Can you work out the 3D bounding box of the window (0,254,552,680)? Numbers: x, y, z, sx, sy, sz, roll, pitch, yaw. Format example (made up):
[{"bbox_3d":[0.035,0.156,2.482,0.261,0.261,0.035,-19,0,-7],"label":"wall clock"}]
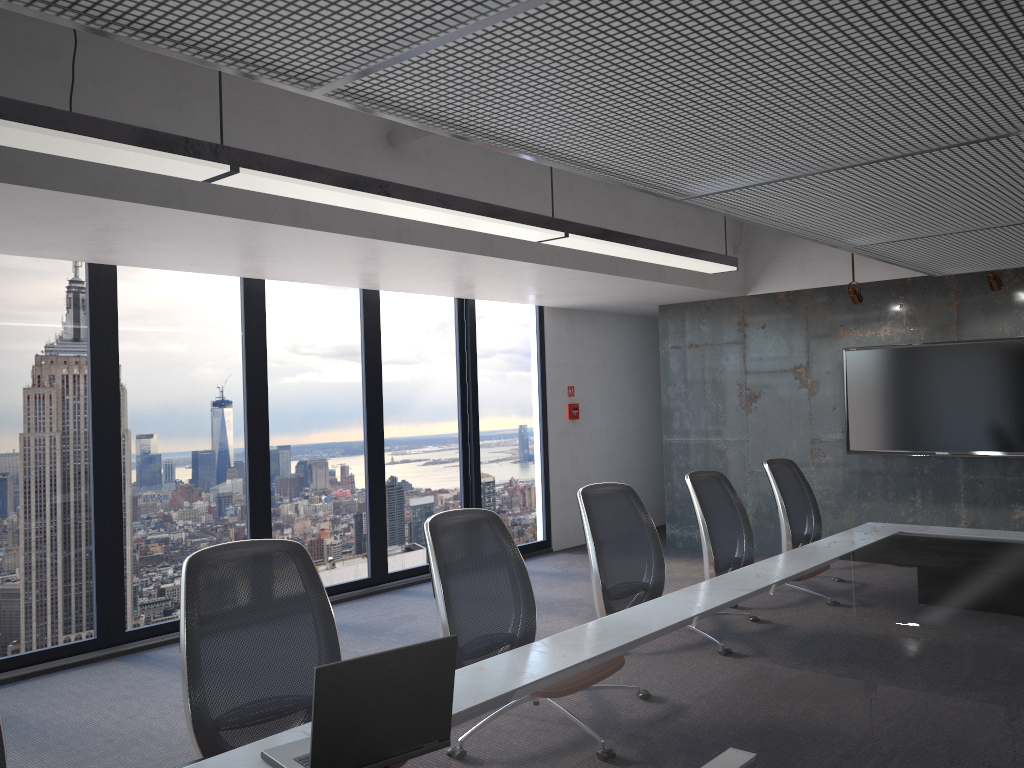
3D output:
[{"bbox_3d":[-2.680,0.427,5.834,0.121,2.670,9.225,-3,-1,41],"label":"window"}]

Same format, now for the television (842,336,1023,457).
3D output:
[{"bbox_3d":[4.398,0.086,6.796,3.667,0.960,0.101,-3,-1,41],"label":"television"}]

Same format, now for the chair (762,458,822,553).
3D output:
[{"bbox_3d":[1.946,1.035,5.331,0.828,1.166,0.789,-2,-1,5],"label":"chair"}]

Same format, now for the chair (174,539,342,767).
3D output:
[{"bbox_3d":[-0.586,1.063,2.506,0.828,1.166,0.789,-2,-1,16],"label":"chair"}]

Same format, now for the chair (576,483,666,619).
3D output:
[{"bbox_3d":[0.705,1.050,4.032,0.828,1.166,0.789,-2,-1,11],"label":"chair"}]

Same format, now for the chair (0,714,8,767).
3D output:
[{"bbox_3d":[-1.153,1.067,1.746,0.828,1.166,0.789,-2,-1,5],"label":"chair"}]

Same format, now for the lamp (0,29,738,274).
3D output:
[{"bbox_3d":[1.030,-1.308,2.800,4.126,0.908,6.097,-3,-1,41],"label":"lamp"}]

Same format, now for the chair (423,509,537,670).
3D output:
[{"bbox_3d":[0.086,1.054,3.180,0.828,1.166,0.789,-2,-1,5],"label":"chair"}]

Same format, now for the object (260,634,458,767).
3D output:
[{"bbox_3d":[-0.362,0.738,2.096,0.366,0.277,0.308,-1,-1,-39],"label":"object"}]

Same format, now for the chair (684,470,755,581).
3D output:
[{"bbox_3d":[1.326,1.041,4.614,0.828,1.166,0.789,-2,-1,5],"label":"chair"}]

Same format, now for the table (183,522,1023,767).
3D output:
[{"bbox_3d":[1.164,1.216,2.822,1.898,0.745,5.498,-3,-1,41],"label":"table"}]
